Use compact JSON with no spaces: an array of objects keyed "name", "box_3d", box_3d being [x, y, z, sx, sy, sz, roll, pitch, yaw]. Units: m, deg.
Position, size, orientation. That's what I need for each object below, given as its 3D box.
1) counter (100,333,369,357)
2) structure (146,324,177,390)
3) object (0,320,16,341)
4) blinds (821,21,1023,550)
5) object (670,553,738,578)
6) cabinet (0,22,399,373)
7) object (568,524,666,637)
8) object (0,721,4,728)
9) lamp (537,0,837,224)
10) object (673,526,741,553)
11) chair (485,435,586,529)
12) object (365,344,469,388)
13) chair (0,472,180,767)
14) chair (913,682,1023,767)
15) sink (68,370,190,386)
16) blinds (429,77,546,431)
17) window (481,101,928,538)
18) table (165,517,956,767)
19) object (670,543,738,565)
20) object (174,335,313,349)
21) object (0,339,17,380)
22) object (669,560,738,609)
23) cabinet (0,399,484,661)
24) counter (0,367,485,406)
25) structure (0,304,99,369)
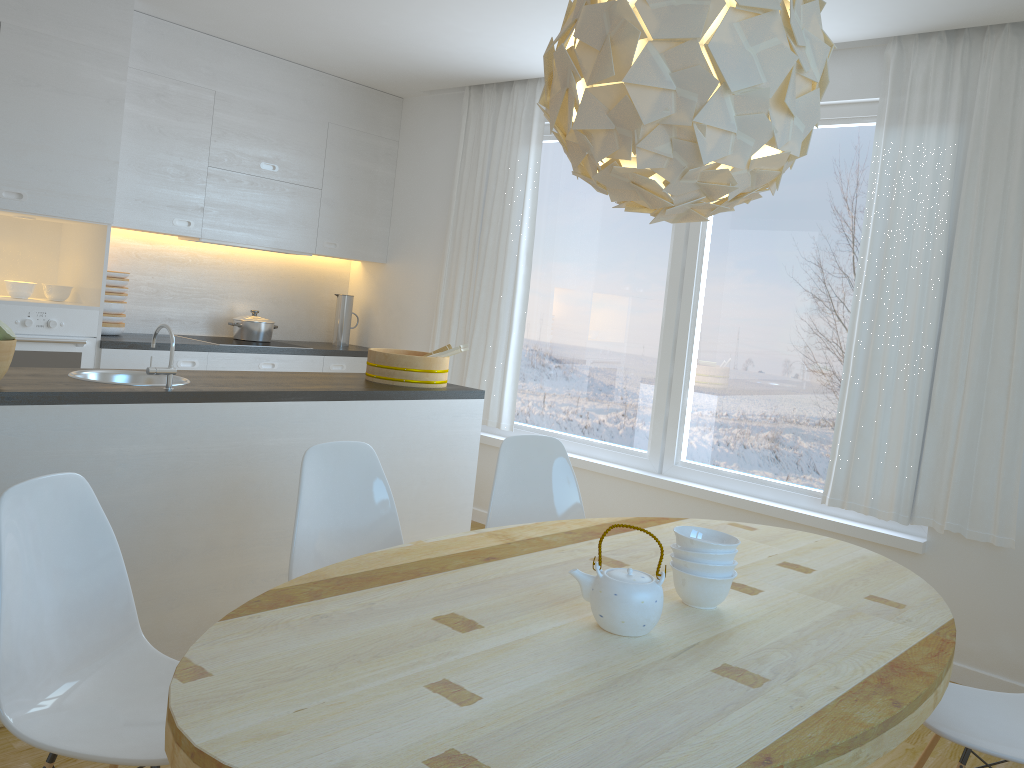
[{"name":"counter","box_3d":[-1.676,-0.241,5.501,0.603,0.040,1.997,10,7,41]},{"name":"structure","box_3d":[-1.220,-0.099,3.018,0.163,0.215,0.096,9,3,41]},{"name":"object","box_3d":[-1.548,-0.161,2.693,0.074,0.071,0.078,5,4,-24]},{"name":"blinds","box_3d":[1.792,-0.470,3.703,0.798,2.156,0.149,8,2,41]},{"name":"object","box_3d":[0.432,0.435,2.015,0.152,0.093,0.152,5,4,-10]},{"name":"cabinet","box_3d":[-1.990,-0.553,5.001,0.483,2.296,3.196,8,4,41]},{"name":"object","box_3d":[0.227,0.390,1.810,0.178,0.211,0.147,9,4,40]},{"name":"object","box_3d":[-1.111,0.795,2.281,1.192,0.500,0.471,8,4,19]},{"name":"lamp","box_3d":[0.411,-0.923,2.016,0.649,1.133,0.638,8,3,40]},{"name":"object","box_3d":[0.439,0.383,2.015,0.151,0.087,0.152,5,4,-21]},{"name":"chair","box_3d":[0.148,0.662,2.972,0.429,0.900,0.525,5,3,-29]},{"name":"object","box_3d":[-0.454,-0.112,4.098,0.429,0.214,0.380,4,5,-21]},{"name":"chair","box_3d":[-0.772,0.668,1.797,0.524,0.900,0.430,7,2,11]},{"name":"chair","box_3d":[1.226,0.851,2.154,0.524,0.900,0.430,7,2,16]},{"name":"sink","box_3d":[-1.377,0.051,3.181,0.404,0.156,0.405,6,5,-7]},{"name":"blinds","box_3d":[-0.196,-0.840,5.459,0.798,2.156,0.149,8,2,41]},{"name":"window","box_3d":[0.919,-0.471,4.721,2.739,1.914,0.088,10,3,41]},{"name":"table","box_3d":[0.258,0.846,2.015,1.199,0.723,2.187,10,6,39]},{"name":"object","box_3d":[0.433,0.411,2.017,0.151,0.095,0.151,4,5,-32]},{"name":"object","box_3d":[-1.673,-0.259,5.505,0.564,0.013,0.653,11,7,41]},{"name":"object","box_3d":[-1.605,-0.070,2.646,0.205,0.141,0.206,6,4,2]},{"name":"object","box_3d":[0.430,0.458,2.012,0.152,0.082,0.152,5,4,-10]},{"name":"cabinet","box_3d":[-1.190,0.475,3.406,0.603,0.908,2.397,8,5,41]},{"name":"counter","box_3d":[-1.139,0.004,3.393,0.603,0.040,2.397,10,7,41]},{"name":"structure","box_3d":[-2.331,-0.080,4.338,0.049,0.595,0.560,7,3,41]}]
